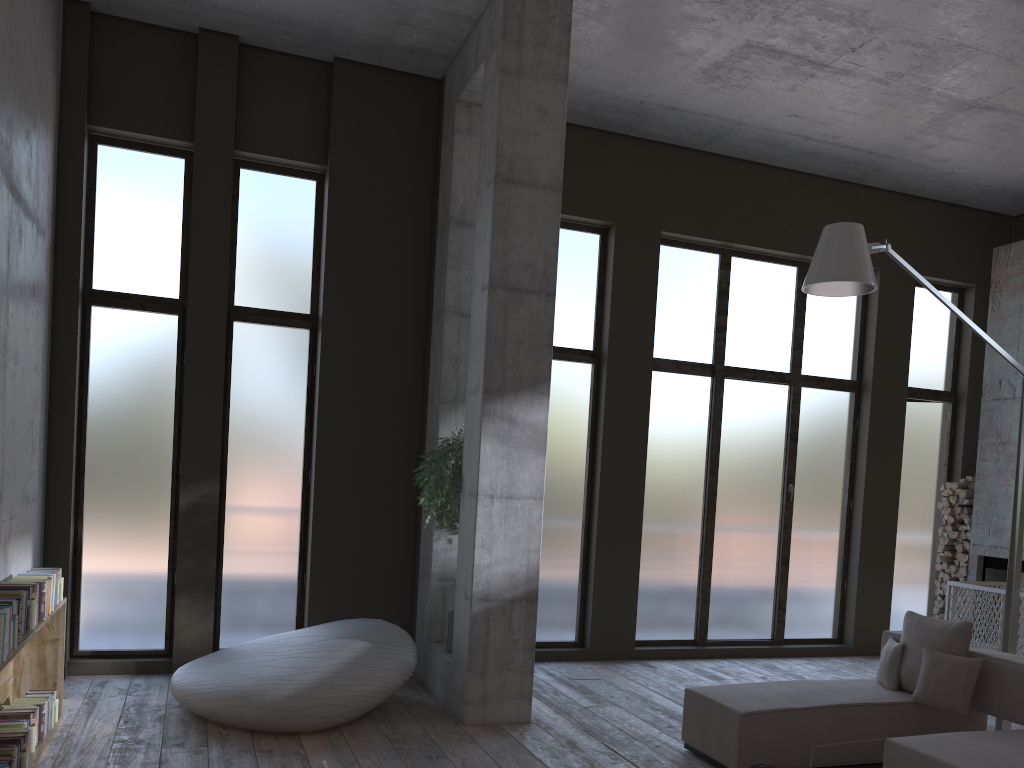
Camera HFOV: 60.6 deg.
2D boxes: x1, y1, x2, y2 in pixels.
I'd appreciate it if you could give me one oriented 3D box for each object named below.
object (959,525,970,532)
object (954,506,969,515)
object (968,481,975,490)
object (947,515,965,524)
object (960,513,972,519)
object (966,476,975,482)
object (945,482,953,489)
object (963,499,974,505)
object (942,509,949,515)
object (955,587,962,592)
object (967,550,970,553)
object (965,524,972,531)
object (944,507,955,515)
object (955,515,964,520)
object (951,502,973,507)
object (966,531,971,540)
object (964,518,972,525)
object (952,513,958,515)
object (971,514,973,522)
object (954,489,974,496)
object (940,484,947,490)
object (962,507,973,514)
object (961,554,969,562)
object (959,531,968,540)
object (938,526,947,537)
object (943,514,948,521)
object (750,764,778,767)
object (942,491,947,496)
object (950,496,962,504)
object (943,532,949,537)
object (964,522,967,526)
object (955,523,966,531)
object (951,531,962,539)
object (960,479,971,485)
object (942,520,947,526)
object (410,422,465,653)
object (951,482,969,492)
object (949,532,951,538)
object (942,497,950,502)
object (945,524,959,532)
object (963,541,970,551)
[{"bbox_3d":[5.213,1.631,9.824,0.436,0.079,0.115,6,-4,-21],"label":"object"},{"bbox_3d":[5.169,1.430,9.853,0.456,0.089,0.090,6,-3,-22],"label":"object"},{"bbox_3d":[5.253,1.149,9.807,0.295,0.108,0.099,5,-2,-19],"label":"object"},{"bbox_3d":[5.081,1.540,9.936,0.295,0.107,0.098,5,-2,-19],"label":"object"},{"bbox_3d":[5.190,1.481,9.795,0.364,0.068,0.122,5,-5,-19],"label":"object"},{"bbox_3d":[5.229,1.069,9.796,0.333,0.056,0.087,6,-4,-21],"label":"object"},{"bbox_3d":[5.136,1.175,9.983,0.457,0.091,0.090,6,-3,-22],"label":"object"},{"bbox_3d":[5.199,1.315,9.736,0.424,0.068,0.066,6,-3,-21],"label":"object"},{"bbox_3d":[5.087,1.462,10.008,0.424,0.067,0.067,6,-3,-21],"label":"object"},{"bbox_3d":[5.135,2.294,9.837,0.456,0.089,0.091,5,-3,-19],"label":"object"},{"bbox_3d":[5.231,1.860,9.778,0.364,0.087,0.101,5,-3,-21],"label":"object"},{"bbox_3d":[5.223,1.599,9.744,0.424,0.073,0.071,6,-3,-21],"label":"object"},{"bbox_3d":[5.111,1.446,9.935,0.481,0.084,0.093,6,-3,-21],"label":"object"},{"bbox_3d":[5.159,1.503,9.892,0.360,0.074,0.064,6,-2,-22],"label":"object"},{"bbox_3d":[5.160,1.369,9.878,0.436,0.079,0.115,6,-4,-21],"label":"object"},{"bbox_3d":[5.237,1.686,9.725,0.438,0.092,0.091,6,-3,-21],"label":"object"},{"bbox_3d":[5.210,1.545,9.768,0.426,0.085,0.066,6,-2,-22],"label":"object"},{"bbox_3d":[5.116,1.467,9.939,0.333,0.057,0.089,6,-4,-21],"label":"object"},{"bbox_3d":[5.241,1.503,9.705,0.365,0.126,0.063,5,0,-21],"label":"object"},{"bbox_3d":[5.134,1.224,9.832,0.364,0.084,0.104,5,-3,-21],"label":"object"},{"bbox_3d":[5.086,1.192,10.033,0.424,0.069,0.067,6,-3,-21],"label":"object"},{"bbox_3d":[5.221,1.417,9.797,0.424,0.071,0.067,6,-2,-21],"label":"object"},{"bbox_3d":[5.206,1.939,9.737,0.481,0.084,0.093,6,-3,-21],"label":"object"},{"bbox_3d":[5.211,1.702,9.809,0.456,0.089,0.090,6,-3,-21],"label":"object"},{"bbox_3d":[5.058,1.703,10.076,0.365,0.126,0.063,5,0,-21],"label":"object"},{"bbox_3d":[5.091,1.542,10.040,0.293,0.103,0.101,5,-2,-19],"label":"object"},{"bbox_3d":[1.046,1.652,3.593,0.300,0.169,0.302,6,-5,-32],"label":"object"},{"bbox_3d":[5.110,1.264,10.038,0.364,0.068,0.122,5,-5,-19],"label":"object"},{"bbox_3d":[5.149,1.316,9.882,0.481,0.083,0.094,6,-3,-21],"label":"object"},{"bbox_3d":[5.113,1.729,10.029,0.424,0.067,0.067,6,-3,-21],"label":"object"},{"bbox_3d":[5.245,1.569,9.877,0.293,0.102,0.104,5,-3,-21],"label":"object"},{"bbox_3d":[5.190,1.628,9.923,0.364,0.087,0.101,5,-3,-21],"label":"object"},{"bbox_3d":[5.164,1.708,9.881,0.481,0.084,0.093,6,-3,-21],"label":"object"},{"bbox_3d":[5.181,1.109,9.846,0.360,0.073,0.065,6,-2,-22],"label":"object"},{"bbox_3d":[5.016,1.582,9.996,0.252,0.073,0.045,5,-1,-21],"label":"object"},{"bbox_3d":[-0.359,1.186,6.892,0.995,1.866,0.971,4,1,36],"label":"object"},{"bbox_3d":[5.087,1.165,9.869,0.293,0.103,0.104,5,-3,-21],"label":"object"},{"bbox_3d":[5.140,1.724,9.953,0.424,0.067,0.067,6,-3,-21],"label":"object"},{"bbox_3d":[5.100,1.334,10.025,0.426,0.087,0.066,6,-2,-22],"label":"object"},{"bbox_3d":[5.138,1.648,9.987,0.438,0.093,0.092,6,-3,-21],"label":"object"},{"bbox_3d":[5.177,1.804,9.732,0.366,0.109,0.088,5,-2,-21],"label":"object"}]
